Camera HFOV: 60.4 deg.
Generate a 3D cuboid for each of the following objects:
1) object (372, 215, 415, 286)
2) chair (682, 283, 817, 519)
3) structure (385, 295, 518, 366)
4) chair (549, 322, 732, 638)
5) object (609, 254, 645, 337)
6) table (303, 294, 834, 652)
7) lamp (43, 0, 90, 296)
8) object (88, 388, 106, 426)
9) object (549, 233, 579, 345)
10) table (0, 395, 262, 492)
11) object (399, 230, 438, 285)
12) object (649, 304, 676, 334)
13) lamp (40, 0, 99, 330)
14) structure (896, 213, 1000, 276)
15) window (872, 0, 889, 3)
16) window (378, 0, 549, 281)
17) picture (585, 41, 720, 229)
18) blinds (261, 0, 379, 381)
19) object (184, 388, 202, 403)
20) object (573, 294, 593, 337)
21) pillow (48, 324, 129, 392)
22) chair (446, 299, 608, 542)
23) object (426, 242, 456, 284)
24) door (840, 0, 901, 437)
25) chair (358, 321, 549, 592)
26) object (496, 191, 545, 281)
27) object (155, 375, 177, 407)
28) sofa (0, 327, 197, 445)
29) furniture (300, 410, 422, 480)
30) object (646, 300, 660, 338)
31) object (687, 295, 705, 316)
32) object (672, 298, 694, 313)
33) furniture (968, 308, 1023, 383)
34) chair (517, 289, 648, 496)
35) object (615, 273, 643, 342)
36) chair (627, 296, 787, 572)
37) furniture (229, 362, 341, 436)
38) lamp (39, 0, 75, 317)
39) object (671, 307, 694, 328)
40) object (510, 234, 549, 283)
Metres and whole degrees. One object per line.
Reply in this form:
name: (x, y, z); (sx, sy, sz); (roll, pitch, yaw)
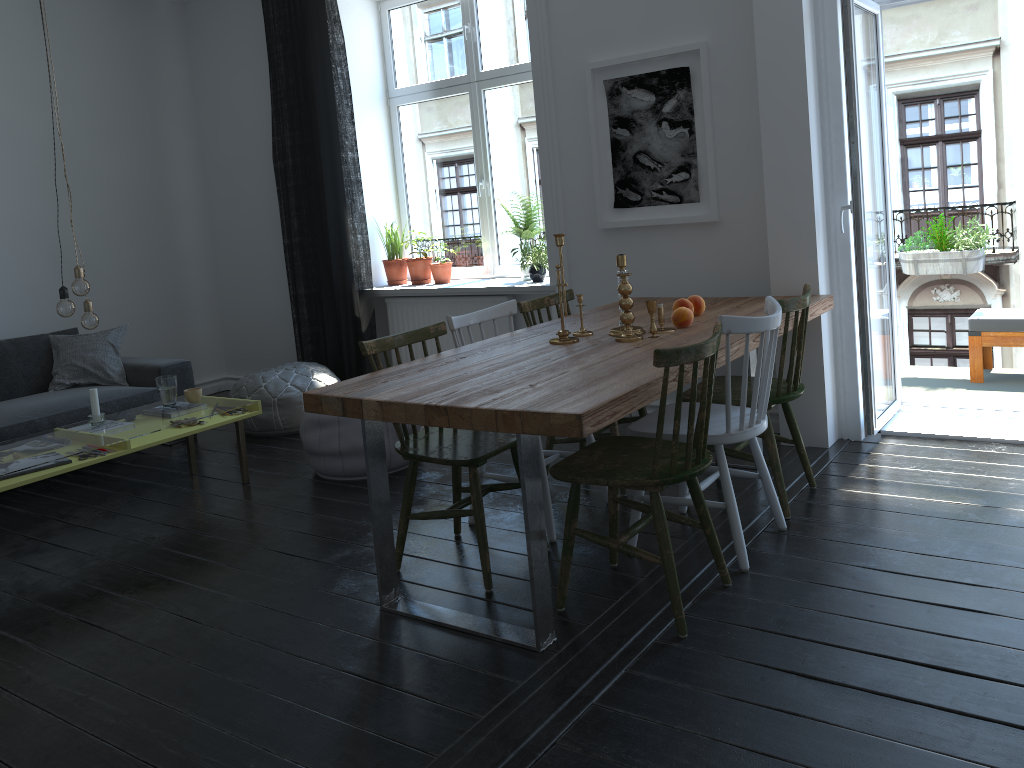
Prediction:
object: (-0.790, -0.937, 6.080); (0.299, 0.494, 0.338); (-3, 7, 19)
chair: (0.944, 0.045, 3.479); (0.485, 0.818, 0.474); (-1, 8, 34)
structure: (-0.376, -0.248, 5.610); (1.065, 0.621, 0.074); (2, 8, 36)
chair: (0.401, 0.255, 2.679); (0.485, 0.818, 0.474); (-1, 8, 34)
object: (0.430, -0.344, 3.381); (0.140, 0.307, 0.142); (-6, 6, -12)
table: (0.426, 0.164, 3.388); (1.018, 0.707, 2.261); (2, 13, 35)
lamp: (-1.941, -1.117, 3.778); (0.074, 1.481, 0.075); (-6, 5, -7)
object: (-1.932, 0.103, 4.084); (0.075, 0.171, 0.075); (-7, 6, -19)
object: (0.179, -0.359, 3.313); (0.114, 0.406, 0.114); (-5, 5, -2)
table: (-1.858, 0.415, 3.932); (0.600, 0.394, 1.422); (2, 13, 35)
object: (-0.619, -0.862, 5.959); (0.237, 0.366, 0.258); (-11, 9, -42)
object: (0.570, -0.255, 3.368); (0.102, 0.113, 0.104); (-2, 8, 22)
lamp: (-1.927, -0.975, 3.834); (0.075, 1.481, 0.089); (-8, 6, -30)
structure: (2.635, -0.848, 5.330); (0.570, 0.374, 0.297); (-1, 9, 25)
window: (2.219, -2.173, 3.975); (1.180, 0.650, 0.107); (2, 8, 36)
window: (-0.225, -1.682, 5.814); (1.568, 1.965, 0.108); (0, 7, 36)
picture: (0.733, -1.276, 4.600); (0.687, 0.878, 0.084); (0, 7, 36)
blinds: (-1.323, -1.339, 5.887); (0.803, 2.942, 0.113); (-1, 6, 35)
object: (-1.597, 0.060, 4.415); (0.087, 0.066, 0.087); (-9, 10, -26)
object: (0.272, -0.271, 3.451); (0.080, 0.159, 0.081); (-6, 6, -7)
pillow: (-3.093, -0.053, 4.800); (0.478, 0.486, 2.085); (2, 13, 40)
chair: (0.042, 0.107, 3.524); (0.509, 0.833, 0.472); (0, 8, 36)
object: (-0.461, -0.803, 5.831); (0.194, 0.274, 0.179); (-5, 7, 3)
door: (1.715, -0.812, 4.187); (0.105, 2.004, 0.592); (-1, 7, 41)
chair: (-0.204, 0.220, 3.113); (0.485, 0.818, 0.474); (-1, 8, 34)
object: (0.081, -0.924, 5.473); (0.328, 0.559, 0.398); (-5, 7, 0)
object: (-1.715, 0.036, 4.386); (0.097, 0.144, 0.099); (-5, 7, -3)
sofa: (-3.023, 0.199, 4.704); (1.084, 0.714, 2.409); (2, 13, 35)
furniture: (-0.750, 0.230, 4.470); (0.614, 0.414, 0.620); (0, 11, 30)
object: (0.519, -0.239, 3.250); (0.049, 0.137, 0.050); (-1, 7, 36)
object: (0.773, -0.331, 3.717); (0.083, 0.089, 0.089); (-1, 9, 26)
object: (0.712, -0.312, 3.661); (0.084, 0.087, 0.091); (-9, 9, -27)
furniture: (2.975, -0.221, 5.030); (0.600, 0.370, 0.406); (2, 11, 35)
chair: (0.339, 0.011, 3.912); (0.485, 0.818, 0.474); (-1, 8, 34)
object: (0.421, -0.282, 3.232); (0.101, 0.245, 0.101); (-8, 7, -30)
chair: (0.697, 0.142, 3.067); (0.509, 0.833, 0.472); (0, 8, 36)
furniture: (-1.411, 0.073, 5.494); (0.679, 0.377, 0.689); (2, 12, 35)
lamp: (-1.980, -1.023, 3.739); (0.086, 1.481, 0.075); (-5, 5, -3)
object: (0.663, -0.258, 3.426); (0.090, 0.083, 0.085); (-12, 11, -41)
object: (0.152, -0.760, 5.304); (0.285, 0.291, 0.289); (2, 10, 40)
